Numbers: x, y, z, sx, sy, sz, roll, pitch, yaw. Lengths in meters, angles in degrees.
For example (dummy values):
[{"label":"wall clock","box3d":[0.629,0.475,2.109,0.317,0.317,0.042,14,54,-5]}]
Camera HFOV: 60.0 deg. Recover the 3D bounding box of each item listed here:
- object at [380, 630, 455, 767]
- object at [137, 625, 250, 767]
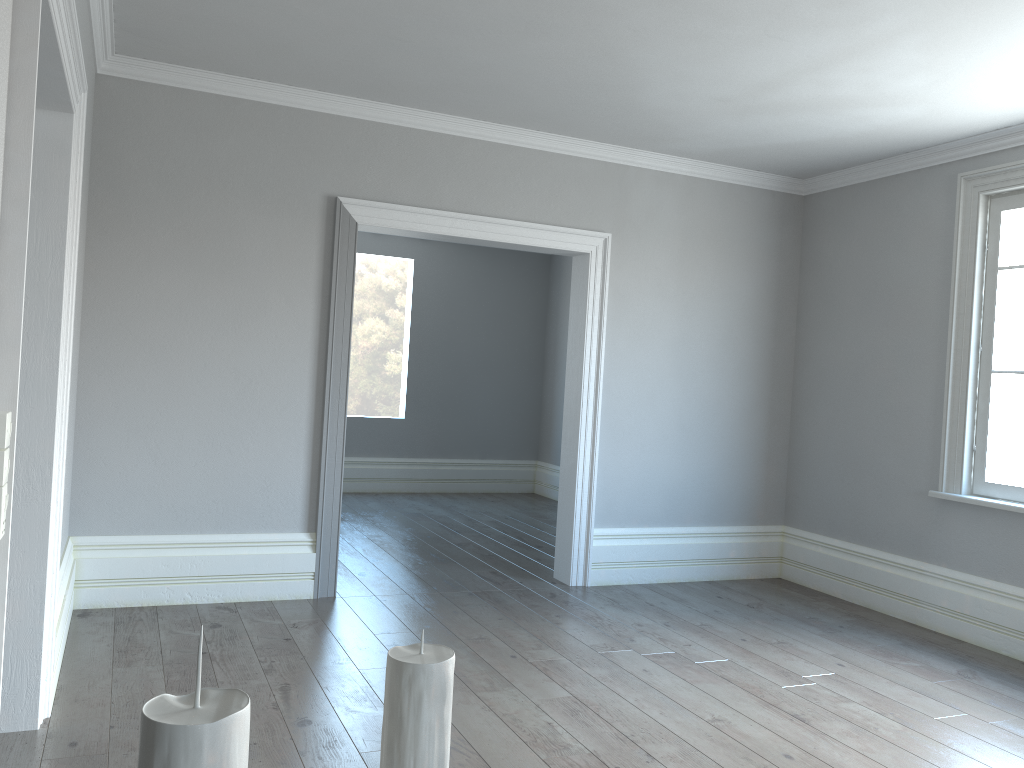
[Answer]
[{"label":"object","box3d":[-0.046,0.306,0.330,0.092,0.431,0.092,4,0,26]},{"label":"object","box3d":[-0.097,0.293,0.238,0.066,0.457,0.066,4,0,34]}]
